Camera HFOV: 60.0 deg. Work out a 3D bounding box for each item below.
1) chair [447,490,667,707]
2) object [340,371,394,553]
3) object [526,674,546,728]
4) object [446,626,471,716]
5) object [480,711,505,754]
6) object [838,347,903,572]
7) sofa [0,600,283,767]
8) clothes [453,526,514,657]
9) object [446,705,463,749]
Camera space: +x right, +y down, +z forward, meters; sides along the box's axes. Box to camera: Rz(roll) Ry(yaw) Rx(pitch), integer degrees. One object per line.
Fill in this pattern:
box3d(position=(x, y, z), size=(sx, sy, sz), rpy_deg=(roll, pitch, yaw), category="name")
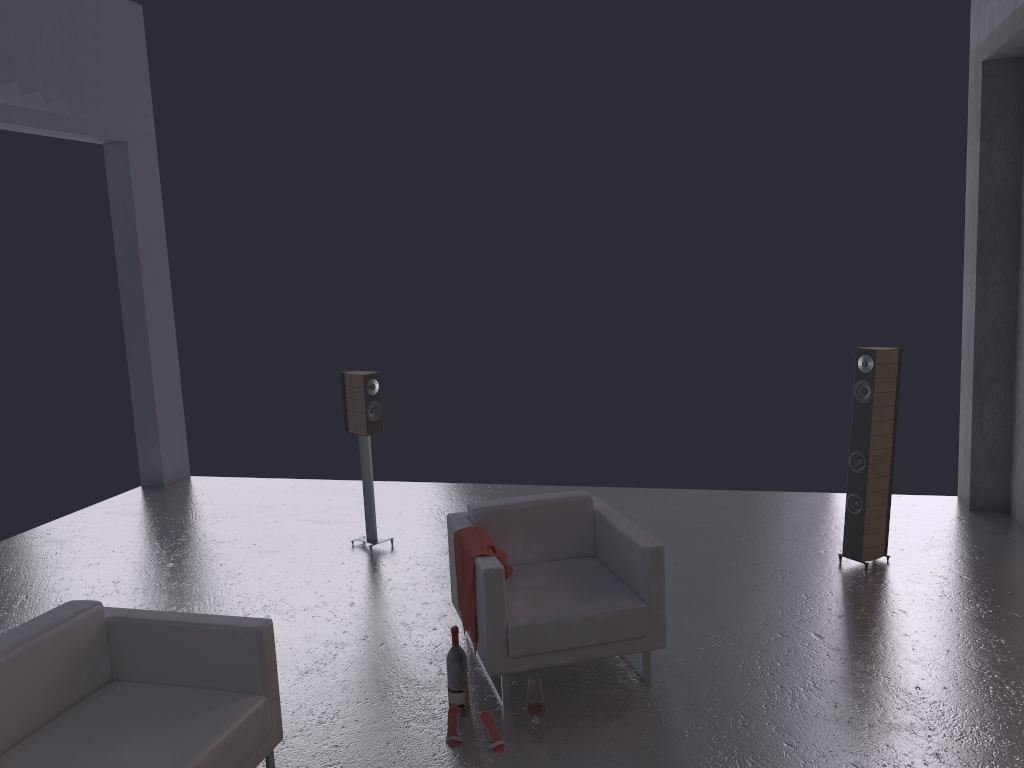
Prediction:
box3d(position=(0.210, 1.099, 4.845), size=(0.936, 0.808, 1.026), rpy_deg=(-5, 9, -14), category="chair")
box3d(position=(-1.129, 0.584, 6.828), size=(0.243, 1.363, 0.333), rpy_deg=(-11, 11, -43), category="object")
box3d(position=(0.111, 1.491, 4.178), size=(0.091, 0.233, 0.091), rpy_deg=(5, 12, 43), category="object")
box3d(position=(-0.267, 1.386, 4.307), size=(0.109, 0.435, 0.109), rpy_deg=(5, 11, 42), category="object")
box3d(position=(-0.087, 1.591, 4.056), size=(0.079, 0.087, 0.235), rpy_deg=(-5, 9, -17), category="object")
box3d(position=(2.447, 0.483, 5.978), size=(0.444, 1.473, 0.244), rpy_deg=(-7, 10, -29), category="object")
box3d(position=(-1.770, 1.488, 2.783), size=(1.026, 0.824, 2.353), rpy_deg=(0, 9, 16), category="sofa")
box3d(position=(-0.141, 1.103, 4.684), size=(0.254, 0.604, 0.574), rpy_deg=(-5, 9, -14), category="clothes")
box3d(position=(-0.273, 1.591, 4.117), size=(0.079, 0.087, 0.235), rpy_deg=(-4, 8, -6), category="object")
